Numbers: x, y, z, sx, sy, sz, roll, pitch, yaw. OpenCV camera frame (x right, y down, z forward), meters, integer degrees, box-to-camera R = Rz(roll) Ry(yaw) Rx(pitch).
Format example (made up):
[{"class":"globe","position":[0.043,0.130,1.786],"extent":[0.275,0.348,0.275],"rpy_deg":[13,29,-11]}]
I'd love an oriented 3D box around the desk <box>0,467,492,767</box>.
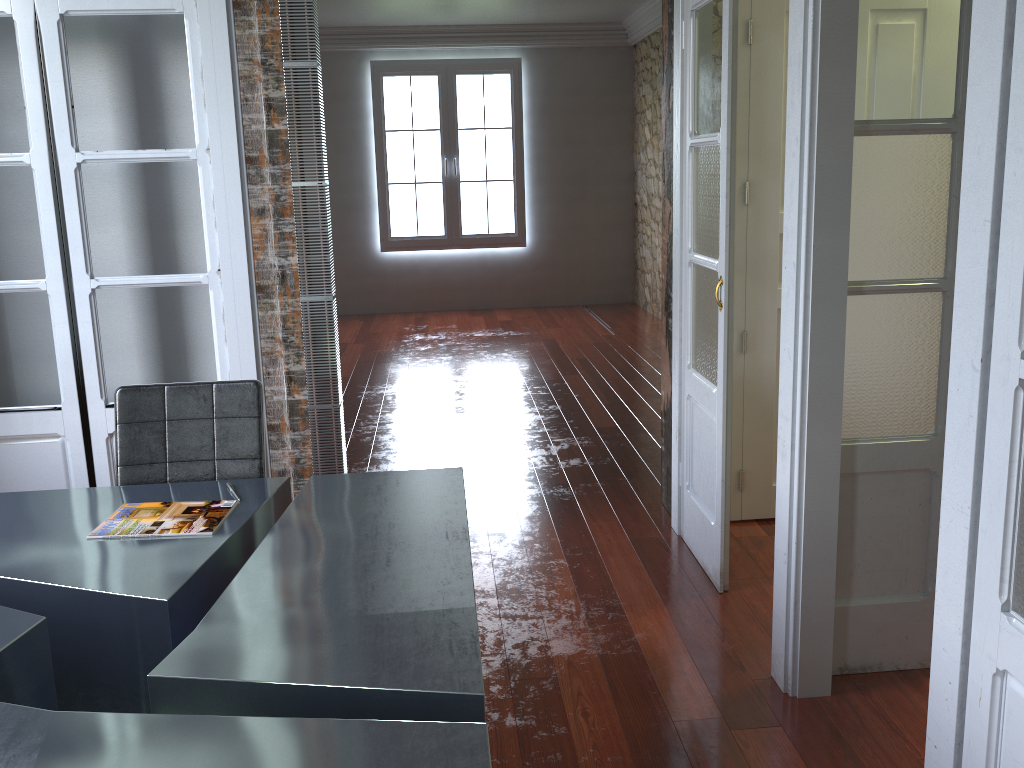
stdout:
[{"class":"desk","position":[-0.781,0.796,1.763],"extent":[1.445,0.647,1.731],"rpy_deg":[-3,13,-4]}]

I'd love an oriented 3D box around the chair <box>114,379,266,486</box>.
[{"class":"chair","position":[-0.923,0.507,2.445],"extent":[0.475,0.910,0.608],"rpy_deg":[-3,12,-4]}]

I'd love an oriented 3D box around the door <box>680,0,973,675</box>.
[{"class":"door","position":[0.781,-0.289,2.870],"extent":[0.483,2.160,1.196],"rpy_deg":[-8,13,-30]}]

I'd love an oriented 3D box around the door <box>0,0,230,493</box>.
[{"class":"door","position":[-1.542,-0.279,3.110],"extent":[1.160,2.159,0.041],"rpy_deg":[-3,11,-5]}]

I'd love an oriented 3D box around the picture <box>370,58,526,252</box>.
[{"class":"picture","position":[-0.656,-2.422,9.410],"extent":[1.580,1.968,0.128],"rpy_deg":[-3,11,-5]}]

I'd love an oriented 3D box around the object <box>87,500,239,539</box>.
[{"class":"object","position":[-0.883,0.345,2.262],"extent":[0.307,0.012,0.226],"rpy_deg":[-2,14,0]}]

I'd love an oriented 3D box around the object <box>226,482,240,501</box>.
[{"class":"object","position":[-0.765,0.296,2.433],"extent":[0.011,0.011,0.150],"rpy_deg":[-8,15,-28]}]

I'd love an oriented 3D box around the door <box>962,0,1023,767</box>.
[{"class":"door","position":[0.897,0.144,1.055],"extent":[0.041,2.157,1.068],"rpy_deg":[-3,11,-4]}]

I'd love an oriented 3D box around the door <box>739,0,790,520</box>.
[{"class":"door","position":[1.366,-0.522,3.631],"extent":[0.869,2.196,0.147],"rpy_deg":[-3,11,-5]}]
